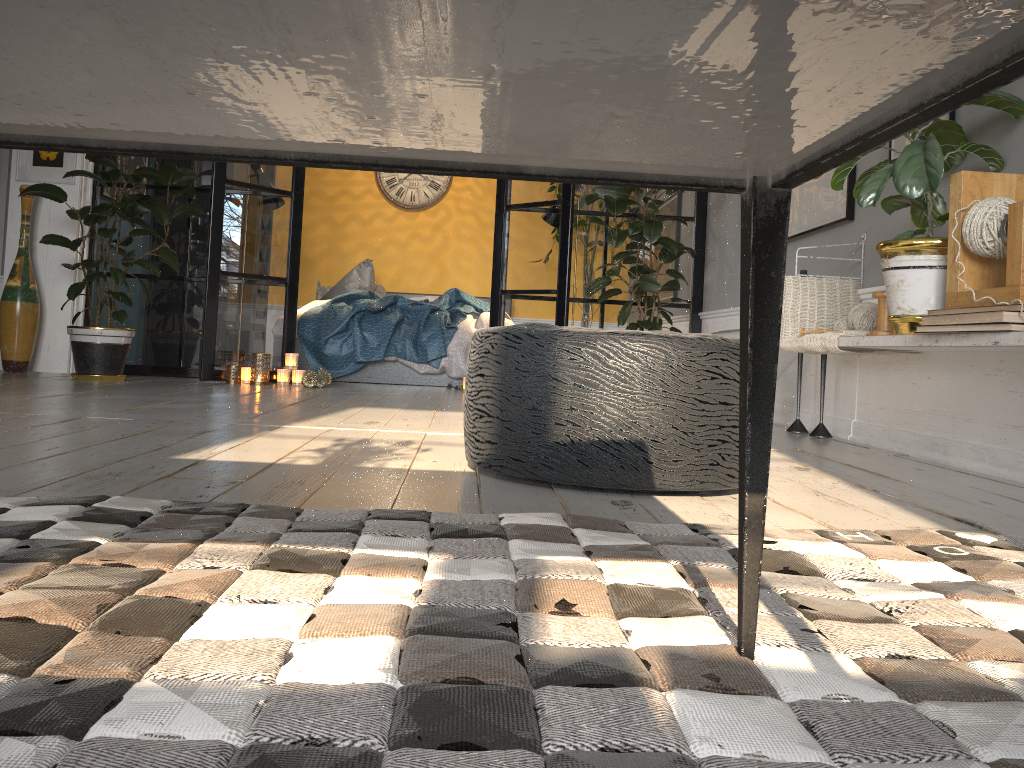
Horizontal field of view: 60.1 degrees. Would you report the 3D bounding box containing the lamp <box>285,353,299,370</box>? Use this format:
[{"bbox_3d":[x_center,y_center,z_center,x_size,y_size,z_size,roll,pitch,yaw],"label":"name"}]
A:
[{"bbox_3d":[-1.336,-0.136,5.368,0.081,0.099,0.080,3,0,37],"label":"lamp"}]

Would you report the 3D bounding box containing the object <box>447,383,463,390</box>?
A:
[{"bbox_3d":[-0.354,0.019,5.981,0.087,0.054,0.327,2,2,-39],"label":"object"}]

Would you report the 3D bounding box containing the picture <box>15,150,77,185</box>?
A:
[{"bbox_3d":[-2.838,-1.590,4.561,0.359,0.753,1.946,3,2,-3],"label":"picture"}]

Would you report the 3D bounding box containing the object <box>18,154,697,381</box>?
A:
[{"bbox_3d":[-0.717,-0.849,5.280,3.894,1.798,1.010,3,-1,-3],"label":"object"}]

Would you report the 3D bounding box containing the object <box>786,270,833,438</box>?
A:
[{"bbox_3d":[1.248,-0.141,3.677,0.091,0.702,0.279,3,-1,-11],"label":"object"}]

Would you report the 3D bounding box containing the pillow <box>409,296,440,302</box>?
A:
[{"bbox_3d":[-0.670,-0.657,7.661,0.592,0.227,0.485,1,2,-44],"label":"pillow"}]

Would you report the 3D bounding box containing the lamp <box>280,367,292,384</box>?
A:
[{"bbox_3d":[-1.432,-0.055,5.598,0.081,0.106,0.081,3,0,-3],"label":"lamp"}]

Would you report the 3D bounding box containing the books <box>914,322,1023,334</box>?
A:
[{"bbox_3d":[1.258,-0.132,2.228,0.296,0.021,0.368,3,2,-9],"label":"books"}]

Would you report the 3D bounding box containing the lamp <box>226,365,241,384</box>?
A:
[{"bbox_3d":[-1.659,-0.055,5.275,0.084,0.110,0.084,3,0,-27],"label":"lamp"}]

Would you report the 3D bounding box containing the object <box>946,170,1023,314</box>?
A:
[{"bbox_3d":[1.274,-0.333,2.127,0.238,0.440,0.545,3,1,-3],"label":"object"}]

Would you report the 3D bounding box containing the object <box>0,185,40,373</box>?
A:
[{"bbox_3d":[-2.936,-0.630,5.299,0.215,1.125,0.215,3,-2,-9],"label":"object"}]

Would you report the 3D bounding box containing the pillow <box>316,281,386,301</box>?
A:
[{"bbox_3d":[-1.393,-0.707,8.043,0.754,0.456,0.514,2,1,-32],"label":"pillow"}]

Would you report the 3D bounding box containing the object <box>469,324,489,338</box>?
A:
[{"bbox_3d":[-0.079,-0.205,5.998,0.438,0.523,0.278,3,-1,38],"label":"object"}]

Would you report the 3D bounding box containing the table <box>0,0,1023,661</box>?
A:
[{"bbox_3d":[-0.466,-0.004,0.427,1.455,0.512,0.732,3,1,-3],"label":"table"}]

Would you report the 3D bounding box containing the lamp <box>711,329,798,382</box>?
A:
[{"bbox_3d":[1.083,-0.029,3.982,0.433,0.438,0.432,3,0,19],"label":"lamp"}]

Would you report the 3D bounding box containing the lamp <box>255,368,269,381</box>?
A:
[{"bbox_3d":[-1.528,-0.049,5.403,0.081,0.099,0.080,3,0,37],"label":"lamp"}]

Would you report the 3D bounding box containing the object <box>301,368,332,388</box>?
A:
[{"bbox_3d":[-1.233,-0.041,5.570,0.192,0.118,0.718,3,2,-14],"label":"object"}]

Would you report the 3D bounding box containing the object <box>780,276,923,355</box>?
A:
[{"bbox_3d":[1.221,-0.253,3.116,0.329,0.307,0.785,3,2,-2],"label":"object"}]

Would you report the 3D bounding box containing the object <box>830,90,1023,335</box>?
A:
[{"bbox_3d":[1.203,-0.621,2.607,0.545,0.965,0.510,3,-1,-18],"label":"object"}]

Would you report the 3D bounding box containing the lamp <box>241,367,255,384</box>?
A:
[{"bbox_3d":[-1.595,-0.050,5.341,0.081,0.099,0.080,3,0,37],"label":"lamp"}]

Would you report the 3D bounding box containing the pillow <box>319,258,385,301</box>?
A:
[{"bbox_3d":[-1.364,-0.786,7.625,0.782,0.600,0.498,3,0,3],"label":"pillow"}]

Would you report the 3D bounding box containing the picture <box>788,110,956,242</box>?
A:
[{"bbox_3d":[-0.617,-1.529,4.099,4.037,1.796,7.295,3,2,-3],"label":"picture"}]

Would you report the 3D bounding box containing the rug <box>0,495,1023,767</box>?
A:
[{"bbox_3d":[-0.262,0.241,0.588,2.525,0.034,1.770,3,2,-3],"label":"rug"}]

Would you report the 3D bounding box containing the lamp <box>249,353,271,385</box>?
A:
[{"bbox_3d":[-1.508,-0.088,5.298,0.115,0.187,0.114,3,-1,-4],"label":"lamp"}]

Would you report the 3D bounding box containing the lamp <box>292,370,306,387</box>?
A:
[{"bbox_3d":[-1.295,-0.035,5.366,0.081,0.099,0.080,3,0,37],"label":"lamp"}]

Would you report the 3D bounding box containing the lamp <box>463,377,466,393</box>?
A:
[{"bbox_3d":[-0.273,0.008,5.632,0.080,0.099,0.081,3,0,-39],"label":"lamp"}]

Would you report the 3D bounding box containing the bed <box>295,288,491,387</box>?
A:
[{"bbox_3d":[-0.792,-0.420,7.216,1.897,0.771,2.323,3,2,-3],"label":"bed"}]

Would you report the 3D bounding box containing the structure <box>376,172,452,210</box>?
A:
[{"bbox_3d":[-0.933,-2.016,8.414,0.726,0.726,0.070,3,-2,-3],"label":"structure"}]

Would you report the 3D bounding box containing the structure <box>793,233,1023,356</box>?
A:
[{"bbox_3d":[1.303,-0.302,2.110,0.308,0.486,2.776,3,2,-3],"label":"structure"}]

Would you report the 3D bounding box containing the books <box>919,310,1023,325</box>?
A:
[{"bbox_3d":[1.254,-0.157,2.240,0.260,0.029,0.384,3,2,-2],"label":"books"}]

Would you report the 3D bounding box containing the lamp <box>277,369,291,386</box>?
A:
[{"bbox_3d":[-1.387,-0.040,5.368,0.081,0.099,0.080,3,0,37],"label":"lamp"}]

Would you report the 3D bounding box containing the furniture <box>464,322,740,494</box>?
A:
[{"bbox_3d":[0.252,0.041,2.161,0.734,0.357,0.736,3,2,-16],"label":"furniture"}]

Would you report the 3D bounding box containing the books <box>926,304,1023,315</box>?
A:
[{"bbox_3d":[1.265,-0.179,2.244,0.229,0.017,0.379,3,2,-6],"label":"books"}]

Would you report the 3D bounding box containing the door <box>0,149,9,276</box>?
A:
[{"bbox_3d":[-3.804,-1.289,5.853,1.037,2.310,0.177,3,-2,-3],"label":"door"}]

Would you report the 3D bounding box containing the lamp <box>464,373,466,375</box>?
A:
[{"bbox_3d":[-0.259,-0.018,5.990,0.108,0.131,0.096,3,0,-33],"label":"lamp"}]
